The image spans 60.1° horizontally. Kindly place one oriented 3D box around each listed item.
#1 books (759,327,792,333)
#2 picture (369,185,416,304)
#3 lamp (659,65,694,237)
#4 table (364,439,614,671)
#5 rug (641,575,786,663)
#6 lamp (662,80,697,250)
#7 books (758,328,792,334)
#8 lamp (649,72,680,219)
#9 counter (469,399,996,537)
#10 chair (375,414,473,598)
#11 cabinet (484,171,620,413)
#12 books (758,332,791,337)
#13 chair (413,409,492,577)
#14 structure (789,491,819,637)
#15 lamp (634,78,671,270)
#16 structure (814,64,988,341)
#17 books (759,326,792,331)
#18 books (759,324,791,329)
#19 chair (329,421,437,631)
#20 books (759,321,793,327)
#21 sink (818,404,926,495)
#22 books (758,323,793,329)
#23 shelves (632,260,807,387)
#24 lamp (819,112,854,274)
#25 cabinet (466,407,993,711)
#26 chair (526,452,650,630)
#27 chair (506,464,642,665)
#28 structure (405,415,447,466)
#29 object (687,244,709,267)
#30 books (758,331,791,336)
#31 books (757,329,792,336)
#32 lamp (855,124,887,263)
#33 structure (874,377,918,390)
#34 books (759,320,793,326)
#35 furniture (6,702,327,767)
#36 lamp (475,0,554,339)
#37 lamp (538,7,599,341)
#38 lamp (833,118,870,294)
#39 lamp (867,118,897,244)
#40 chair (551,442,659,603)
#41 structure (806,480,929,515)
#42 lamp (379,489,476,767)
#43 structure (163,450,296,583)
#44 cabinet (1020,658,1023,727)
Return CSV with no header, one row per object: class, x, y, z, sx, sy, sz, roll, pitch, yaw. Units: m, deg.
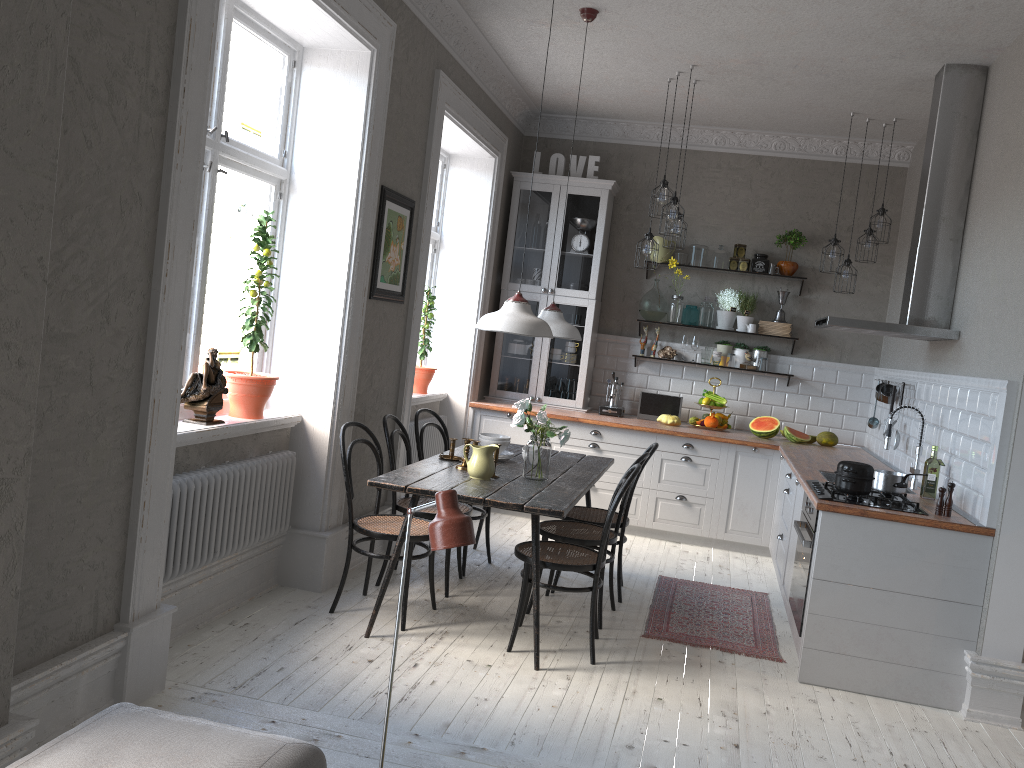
books,2.163,-0.445,7.279,0.258,0.011,0.159,8,4,17
picture,-0.675,-0.777,5.060,0.020,0.619,0.525,8,4,13
lamp,1.139,-1.836,5.751,0.149,1.734,0.144,5,4,-32
table,-0.037,0.814,4.839,0.897,0.734,1.936,8,4,12
rug,1.150,1.306,5.059,0.730,0.014,1.300,8,4,12
lamp,1.216,-1.796,6.060,0.147,1.734,0.146,7,3,-2
books,2.162,-0.434,7.280,0.257,0.016,0.160,8,4,20
lamp,1.098,-1.984,5.917,0.147,1.734,0.146,7,3,-2
counter,1.010,0.395,5.885,3.137,0.039,3.418,8,4,12
chair,-0.489,0.658,4.942,0.546,0.920,0.441,7,4,9
cabinet,0.341,-0.752,7.468,0.873,1.920,0.391,8,3,11
books,2.158,-0.402,7.282,0.258,0.011,0.159,8,4,14
chair,-0.361,0.643,5.416,0.541,0.920,0.445,8,4,24
structure,1.732,0.912,4.430,0.613,0.623,0.627,8,4,12
lamp,1.029,-1.662,6.105,0.149,1.734,0.144,6,4,-22
structure,2.329,-1.095,5.319,0.707,1.595,0.718,8,4,12
books,2.164,-0.456,7.279,0.258,0.011,0.159,8,4,14
books,2.166,-0.467,7.278,0.258,0.011,0.159,8,4,17
chair,-0.612,0.679,4.396,0.542,0.920,0.443,8,4,19
books,2.168,-0.488,7.277,0.257,0.016,0.160,8,4,20
sink,2.047,0.452,5.020,0.524,0.720,0.490,8,4,11
books,2.167,-0.477,7.277,0.257,0.016,0.160,9,4,24
shelves,1.704,-0.485,7.359,1.306,0.923,0.230,8,4,10
lamp,2.410,-1.666,6.370,0.143,1.734,0.150,10,5,43
cabinet,1.432,0.855,5.973,2.026,0.854,4.115,5,4,-32
chair,0.403,0.781,4.738,0.542,0.920,0.443,8,4,19
chair,0.286,0.801,4.213,0.546,0.920,0.441,7,4,9
structure,-0.709,0.474,6.423,0.148,0.428,1.232,8,4,11
object,1.541,-1.055,7.350,0.176,0.184,0.168,4,5,-39
books,2.159,-0.413,7.281,0.258,0.011,0.159,8,4,17
books,2.160,-0.424,7.280,0.257,0.016,0.160,9,4,24
lamp,2.736,-1.769,6.550,0.150,1.734,0.144,4,4,-37
structure,2.664,-0.009,6.180,0.094,0.053,1.095,8,4,13
books,2.169,-0.499,7.276,0.258,0.011,0.159,8,4,17
furniture,-0.834,1.037,1.812,0.579,0.475,0.834,8,4,12
lamp,0.120,-1.158,4.178,0.387,1.858,0.371,4,5,-41
lamp,0.325,-1.190,5.056,0.374,1.858,0.384,8,4,19
lamp,2.550,-1.533,6.485,0.148,1.734,0.145,6,4,-17
lamp,2.753,-1.884,6.368,0.148,1.734,0.145,6,4,-17
chair,0.531,0.766,5.210,0.546,0.920,0.441,7,4,9
structure,1.751,0.548,4.417,0.492,0.031,0.611,8,4,12
lamp,-0.228,0.630,1.923,0.141,0.839,0.246,4,5,-43
structure,-1.286,0.565,3.934,0.148,0.428,1.232,8,4,11
cabinet,2.663,0.915,4.018,0.661,1.297,0.387,8,3,11
